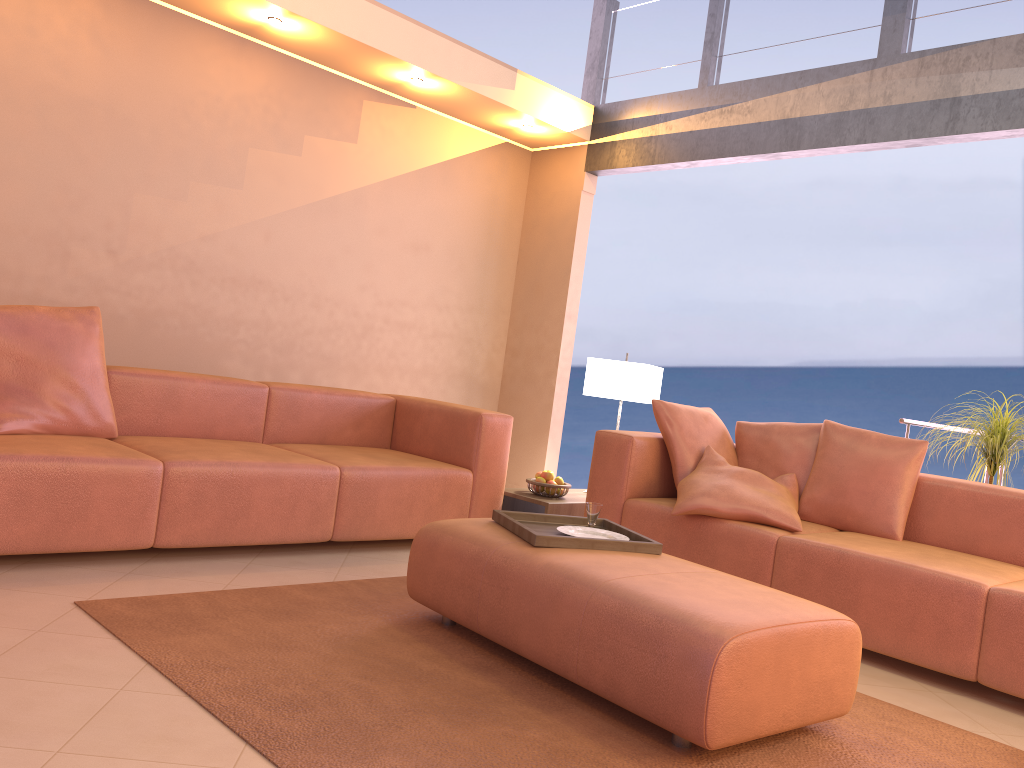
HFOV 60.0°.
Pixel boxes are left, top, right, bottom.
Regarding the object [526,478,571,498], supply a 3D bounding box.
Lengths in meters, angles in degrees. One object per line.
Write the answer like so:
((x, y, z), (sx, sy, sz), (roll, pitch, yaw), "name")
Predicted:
((0.184, 0.538, 4.558), (0.235, 0.071, 0.235), (8, 0, 38), "object")

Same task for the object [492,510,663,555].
((0.204, 0.487, 2.935), (0.436, 0.034, 0.421), (7, 0, -19), "object")

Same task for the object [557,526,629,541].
((0.264, 0.499, 2.906), (0.240, 0.018, 0.240), (8, 0, 9), "object")

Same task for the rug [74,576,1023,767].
((0.248, 0.863, 2.355), (1.833, 0.005, 2.626), (7, 0, -44), "rug")

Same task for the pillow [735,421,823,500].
((1.236, 0.370, 4.110), (0.492, 0.446, 0.255), (8, 0, 29), "pillow")

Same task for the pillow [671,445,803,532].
((0.978, 0.438, 3.807), (0.517, 0.292, 0.514), (8, 0, 15), "pillow")

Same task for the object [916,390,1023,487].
((2.292, 0.578, 4.283), (0.703, 1.088, 0.729), (8, 0, 14), "object")

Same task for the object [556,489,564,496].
((0.245, 0.548, 4.538), (0.046, 0.046, 0.055), (8, 0, 23), "object")

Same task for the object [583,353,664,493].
((0.595, 0.222, 4.970), (0.344, 0.799, 0.344), (8, 0, 24), "object")

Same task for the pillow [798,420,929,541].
((1.504, 0.410, 3.827), (0.470, 0.468, 0.211), (8, 0, 41), "pillow")

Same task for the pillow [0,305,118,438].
((-1.832, -0.069, 3.435), (0.302, 0.528, 0.582), (8, 0, 29), "pillow")

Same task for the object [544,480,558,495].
((0.199, 0.527, 4.504), (0.072, 0.076, 0.074), (7, 0, -34), "object")

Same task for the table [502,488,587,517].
((0.343, 0.729, 4.743), (0.918, 0.268, 0.412), (7, 0, -44), "table")

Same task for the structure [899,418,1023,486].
((3.921, 0.712, 3.609), (1.663, 0.541, 4.176), (7, 0, -44), "structure")

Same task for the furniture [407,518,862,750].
((0.305, 0.669, 2.708), (0.685, 0.301, 1.291), (7, 0, -39), "furniture")

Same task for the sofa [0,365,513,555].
((-1.305, 0.310, 3.796), (2.781, 0.672, 0.943), (7, 0, -44), "sofa")

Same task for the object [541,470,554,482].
((0.181, 0.474, 4.541), (0.069, 0.061, 0.068), (8, 0, 7), "object")

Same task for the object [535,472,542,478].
((0.145, 0.476, 4.581), (0.047, 0.046, 0.054), (8, 0, 32), "object")

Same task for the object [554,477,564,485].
((0.240, 0.500, 4.534), (0.051, 0.053, 0.045), (7, 0, -21), "object")

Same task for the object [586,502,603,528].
((0.281, 0.464, 3.100), (0.061, 0.091, 0.061), (8, 0, 30), "object")

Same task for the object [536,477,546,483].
((0.146, 0.496, 4.506), (0.055, 0.047, 0.045), (8, 0, 23), "object")

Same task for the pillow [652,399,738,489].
((0.896, 0.331, 4.192), (0.314, 0.455, 0.519), (8, 0, 42), "pillow")

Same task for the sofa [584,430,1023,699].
((1.604, 0.701, 3.470), (0.943, 0.672, 2.781), (7, 0, -44), "sofa")
